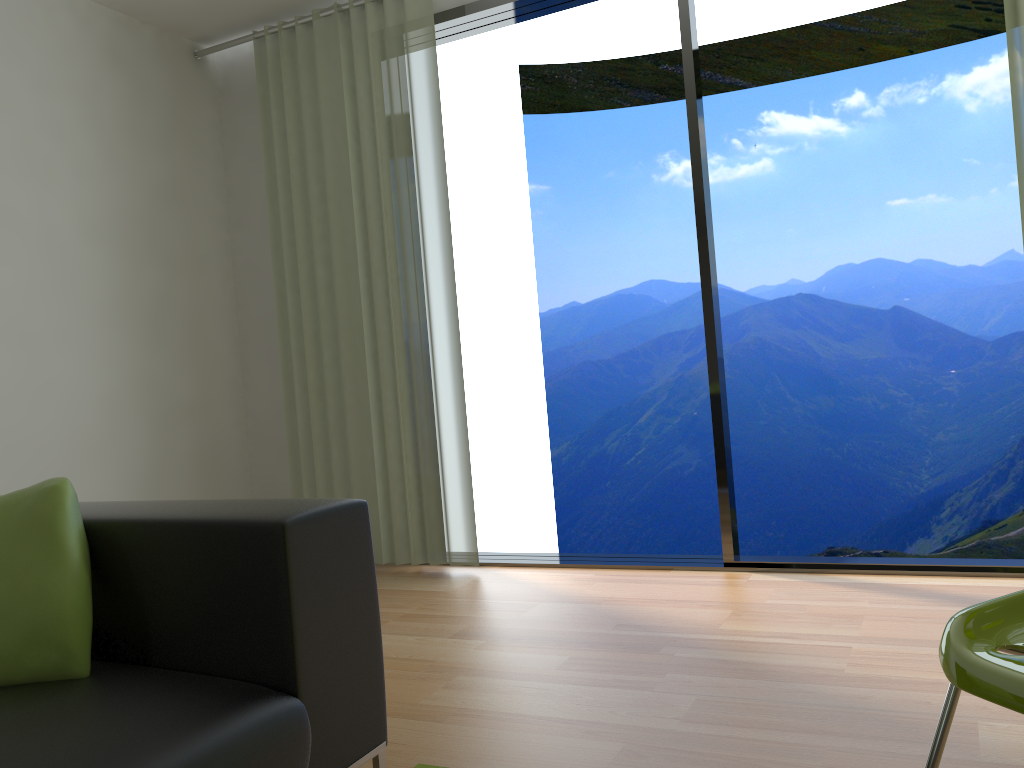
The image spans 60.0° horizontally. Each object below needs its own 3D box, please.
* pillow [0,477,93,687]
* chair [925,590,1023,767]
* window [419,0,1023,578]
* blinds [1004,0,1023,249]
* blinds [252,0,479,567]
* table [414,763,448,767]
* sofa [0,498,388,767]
[{"bbox_3d":[-0.956,0.367,1.581,0.399,0.362,0.269,-5,0,-15],"label":"pillow"},{"bbox_3d":[0.885,0.365,1.116,0.546,0.759,0.640,-5,0,-25],"label":"chair"},{"bbox_3d":[0.986,-0.509,3.481,3.336,2.498,0.219,-5,0,26],"label":"window"},{"bbox_3d":[2.105,-0.681,2.672,1.012,2.568,0.067,-5,0,26],"label":"blinds"},{"bbox_3d":[-0.683,-0.457,4.055,1.012,2.568,0.067,-5,0,26],"label":"blinds"},{"bbox_3d":[-0.114,0.658,0.190,0.810,0.349,1.682,-5,0,26],"label":"table"},{"bbox_3d":[-1.239,0.605,0.760,1.061,0.639,2.583,-5,0,26],"label":"sofa"}]
